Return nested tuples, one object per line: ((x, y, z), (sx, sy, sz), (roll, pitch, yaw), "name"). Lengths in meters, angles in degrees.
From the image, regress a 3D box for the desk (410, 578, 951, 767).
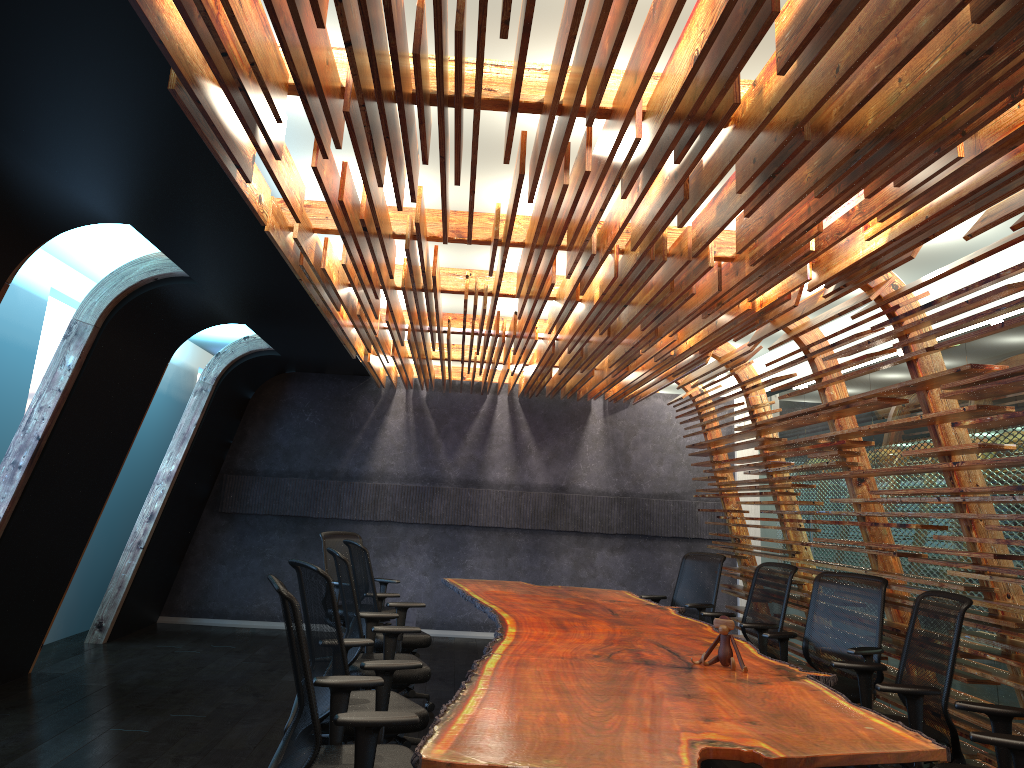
((0.490, 1.986, 5.625), (2.035, 0.839, 6.486), (4, -8, -3), "desk")

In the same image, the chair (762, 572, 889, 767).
((2.002, 1.865, 5.656), (0.785, 1.274, 0.801), (12, -16, -32), "chair")

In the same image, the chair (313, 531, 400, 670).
((-1.388, 2.025, 8.110), (0.791, 1.274, 0.795), (-5, -16, 31), "chair")

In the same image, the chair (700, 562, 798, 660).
((1.728, 1.998, 6.701), (0.794, 1.274, 0.792), (6, -14, -12), "chair")

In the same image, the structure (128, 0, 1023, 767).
((0.768, 0.706, 5.501), (4.525, 3.074, 11.173), (4, -9, -3), "structure")

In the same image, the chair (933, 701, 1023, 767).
((1.972, 1.557, 3.495), (0.794, 1.274, 0.792), (-2, -15, 22), "chair")

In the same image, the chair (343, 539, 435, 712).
((-0.929, 1.859, 6.761), (0.790, 1.274, 0.796), (9, -15, -23), "chair")

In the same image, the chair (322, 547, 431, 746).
((-0.805, 1.684, 5.481), (0.792, 1.274, 0.794), (8, -14, -18), "chair")

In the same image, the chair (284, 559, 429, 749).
((-0.728, 1.524, 4.318), (0.787, 1.274, 0.799), (10, -15, -28), "chair")

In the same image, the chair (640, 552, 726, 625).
((1.476, 2.156, 7.916), (0.788, 1.274, 0.798), (10, -15, -27), "chair")

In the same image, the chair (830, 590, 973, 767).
((1.896, 1.691, 4.470), (0.796, 1.274, 0.789), (3, -14, 2), "chair")

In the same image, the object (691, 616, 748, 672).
((1.070, 1.306, 4.447), (0.304, 0.252, 0.125), (-6, -17, 38), "object")

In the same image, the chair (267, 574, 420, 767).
((-0.587, 1.389, 3.314), (0.792, 1.274, 0.794), (8, -14, -18), "chair")
